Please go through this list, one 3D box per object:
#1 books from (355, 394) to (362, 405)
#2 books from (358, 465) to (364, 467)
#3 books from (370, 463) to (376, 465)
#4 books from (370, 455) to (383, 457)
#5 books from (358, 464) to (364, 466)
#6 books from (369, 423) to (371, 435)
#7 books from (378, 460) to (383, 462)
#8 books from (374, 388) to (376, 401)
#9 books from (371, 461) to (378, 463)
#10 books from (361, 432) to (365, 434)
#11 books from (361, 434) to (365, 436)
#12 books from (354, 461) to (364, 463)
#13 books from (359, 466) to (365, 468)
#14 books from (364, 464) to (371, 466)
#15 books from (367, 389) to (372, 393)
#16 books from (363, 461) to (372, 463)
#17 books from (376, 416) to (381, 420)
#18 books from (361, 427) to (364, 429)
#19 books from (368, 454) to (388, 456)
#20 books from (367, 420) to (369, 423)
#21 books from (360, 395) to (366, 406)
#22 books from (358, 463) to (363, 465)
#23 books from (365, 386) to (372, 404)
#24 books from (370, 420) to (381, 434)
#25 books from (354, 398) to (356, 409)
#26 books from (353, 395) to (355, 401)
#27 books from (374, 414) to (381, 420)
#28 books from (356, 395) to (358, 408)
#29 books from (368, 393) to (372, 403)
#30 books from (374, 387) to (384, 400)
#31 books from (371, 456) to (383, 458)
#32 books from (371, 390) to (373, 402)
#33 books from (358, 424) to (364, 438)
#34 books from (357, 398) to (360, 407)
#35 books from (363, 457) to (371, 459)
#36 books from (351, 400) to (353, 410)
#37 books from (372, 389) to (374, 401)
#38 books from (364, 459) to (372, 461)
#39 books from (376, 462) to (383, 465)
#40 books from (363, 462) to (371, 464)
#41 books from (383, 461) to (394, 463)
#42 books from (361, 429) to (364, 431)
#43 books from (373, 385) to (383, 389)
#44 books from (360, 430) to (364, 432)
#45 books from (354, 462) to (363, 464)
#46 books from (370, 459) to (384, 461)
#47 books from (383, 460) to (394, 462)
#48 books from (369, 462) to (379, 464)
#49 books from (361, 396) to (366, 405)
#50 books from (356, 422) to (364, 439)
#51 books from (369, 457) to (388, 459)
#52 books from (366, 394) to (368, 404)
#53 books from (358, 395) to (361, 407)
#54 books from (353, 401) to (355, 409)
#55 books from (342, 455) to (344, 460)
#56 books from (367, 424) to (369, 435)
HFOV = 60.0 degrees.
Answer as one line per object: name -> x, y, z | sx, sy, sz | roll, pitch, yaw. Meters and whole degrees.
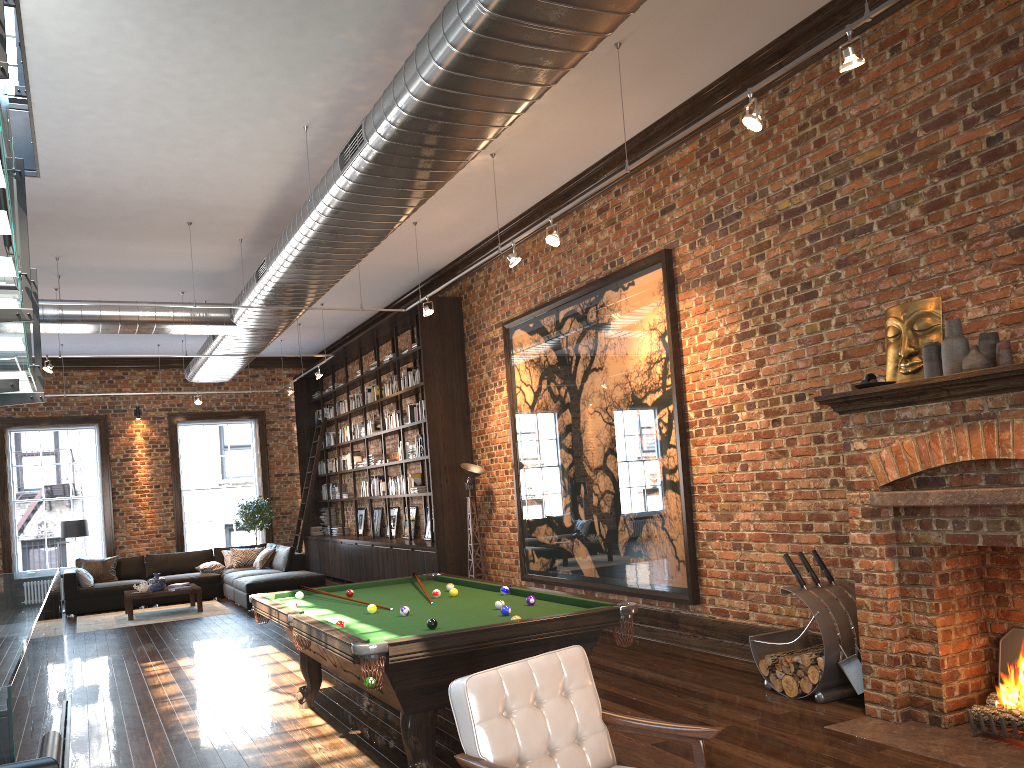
books -> -2.643, 0.313, 15.467 | 0.175, 0.288, 0.030 | -3, -2, -26
books -> -2.513, 1.412, 15.342 | 0.201, 0.009, 0.362 | -1, -7, -25
books -> -2.195, 1.313, 14.646 | 0.243, 0.025, 0.162 | -1, -7, -27
books -> -2.207, 1.189, 14.655 | 0.242, 0.015, 0.166 | -1, -7, -23
books -> -2.514, 1.394, 15.343 | 0.202, 0.009, 0.322 | -1, -7, -27
books -> -2.290, 0.752, 14.806 | 0.190, 0.222, 0.027 | -2, -2, -26
books -> -2.077, 1.252, 14.434 | 0.173, 0.017, 0.240 | -2, -7, -22
books -> -2.151, 0.187, 14.444 | 0.170, 0.233, 0.017 | -3, -2, -26
books -> -2.202, 1.288, 14.656 | 0.205, 0.012, 0.184 | -1, -7, -27
books -> -2.474, 0.827, 15.209 | 0.159, 0.024, 0.337 | -2, -7, -22
books -> -2.467, 0.868, 15.211 | 0.160, 0.012, 0.299 | -1, -7, -29
books -> -2.698, 1.384, 15.670 | 0.198, 0.017, 0.356 | -1, -7, -26
books -> -2.521, 1.430, 15.337 | 0.202, 0.009, 0.322 | -2, -7, -21
books -> -2.365, 1.365, 14.968 | 0.207, 0.008, 0.330 | -1, -7, -23
books -> -2.308, 0.217, 14.760 | 0.179, 0.270, 0.011 | -3, -2, -26
books -> -2.372, 1.312, 14.968 | 0.205, 0.007, 0.370 | -2, -7, -22
books -> -2.175, 0.685, 14.631 | 0.133, 0.299, 0.012 | -3, -2, -26
books -> -2.469, 0.753, 15.216 | 0.159, 0.024, 0.333 | -1, -7, -26
books -> -2.209, 1.172, 14.656 | 0.284, 0.012, 0.160 | 0, -7, -30
books -> -2.384, 0.748, 14.978 | 0.189, 0.283, 0.013 | -3, -2, -26
books -> -2.535, 0.302, 15.264 | 0.143, 0.250, 0.078 | -3, -2, -26
books -> -2.515, 1.376, 15.343 | 0.201, 0.009, 0.362 | -1, -7, -27
books -> -2.368, 0.208, 14.894 | 0.186, 0.327, 0.069 | -3, -2, -26
books -> -2.189, 0.712, 14.569 | 0.272, 0.240, 0.084 | -2, -3, -26
books -> -2.664, 0.351, 15.506 | 0.172, 0.225, 0.030 | -3, -2, -26
books -> -2.711, 0.337, 15.619 | 0.159, 0.285, 0.014 | -3, -2, -26
books -> -2.198, 0.670, 14.636 | 0.155, 0.333, 0.014 | -3, -2, -26
books -> -2.620, 0.323, 15.417 | 0.185, 0.252, 0.030 | -3, -2, -26
books -> -2.297, 0.246, 14.727 | 0.193, 0.202, 0.027 | -2, -2, -26
books -> -2.128, 0.171, 14.403 | 0.190, 0.254, 0.062 | -3, -2, -26
books -> -2.208, 1.207, 14.660 | 0.196, 0.019, 0.174 | -2, -7, -21
books -> -2.238, 0.213, 14.657 | 0.160, 0.243, 0.032 | -3, -2, -26
books -> -2.573, 0.824, 15.371 | 0.191, 0.248, 0.024 | -3, -2, -26
books -> -2.587, 0.345, 15.369 | 0.166, 0.194, 0.030 | -2, -2, -26
books -> -2.379, 1.244, 14.969 | 0.207, 0.008, 0.330 | -2, -7, -21
books -> -2.739, 0.384, 15.640 | 0.187, 0.199, 0.030 | -2, -2, -26
books -> -2.191, 0.195, 14.509 | 0.191, 0.239, 0.008 | -3, -2, -26
books -> -2.374, 1.282, 14.969 | 0.207, 0.008, 0.330 | -2, -7, -20
books -> -2.083, 1.293, 14.429 | 0.204, 0.035, 0.268 | -1, -7, -25
books -> -2.365, 1.327, 14.970 | 0.205, 0.007, 0.370 | -1, -7, -24
books -> -1.944, 1.239, 14.094 | 0.160, 0.009, 0.256 | -2, -7, -22
books -> -2.471, 0.778, 15.213 | 0.159, 0.024, 0.335 | -1, -7, -24
books -> -2.188, 0.169, 14.541 | 0.180, 0.297, 0.009 | -3, -2, -26
books -> -2.473, 0.802, 15.211 | 0.160, 0.025, 0.300 | -1, -7, -30
books -> -2.702, 1.401, 15.667 | 0.198, 0.017, 0.356 | -1, -7, -24
books -> -2.201, 1.258, 14.651 | 0.292, 0.008, 0.159 | -1, -7, -23
books -> -1.939, 1.221, 14.097 | 0.160, 0.009, 0.256 | -1, -7, -27
books -> -2.201, 1.298, 14.656 | 0.281, 0.008, 0.169 | 0, -7, -30
books -> -2.512, 0.310, 15.262 | 0.137, 0.228, 0.066 | -3, -2, -26
books -> -2.639, 0.821, 15.530 | 0.174, 0.302, 0.067 | -3, -2, -26
books -> -2.204, 1.220, 14.653 | 0.282, 0.010, 0.170 | -1, -7, -27
books -> -2.353, 0.264, 14.882 | 0.172, 0.210, 0.057 | -3, -3, -26
books -> -2.552, 0.308, 15.294 | 0.168, 0.247, 0.072 | -3, -2, -26
books -> -2.702, 0.384, 15.592 | 0.176, 0.184, 0.035 | -2, -2, -26
books -> -3.042, 1.461, 16.402 | 0.182, 0.290, 0.014 | -3, -2, -26
books -> -2.343, 0.773, 14.930 | 0.190, 0.216, 0.031 | -2, -2, -26
